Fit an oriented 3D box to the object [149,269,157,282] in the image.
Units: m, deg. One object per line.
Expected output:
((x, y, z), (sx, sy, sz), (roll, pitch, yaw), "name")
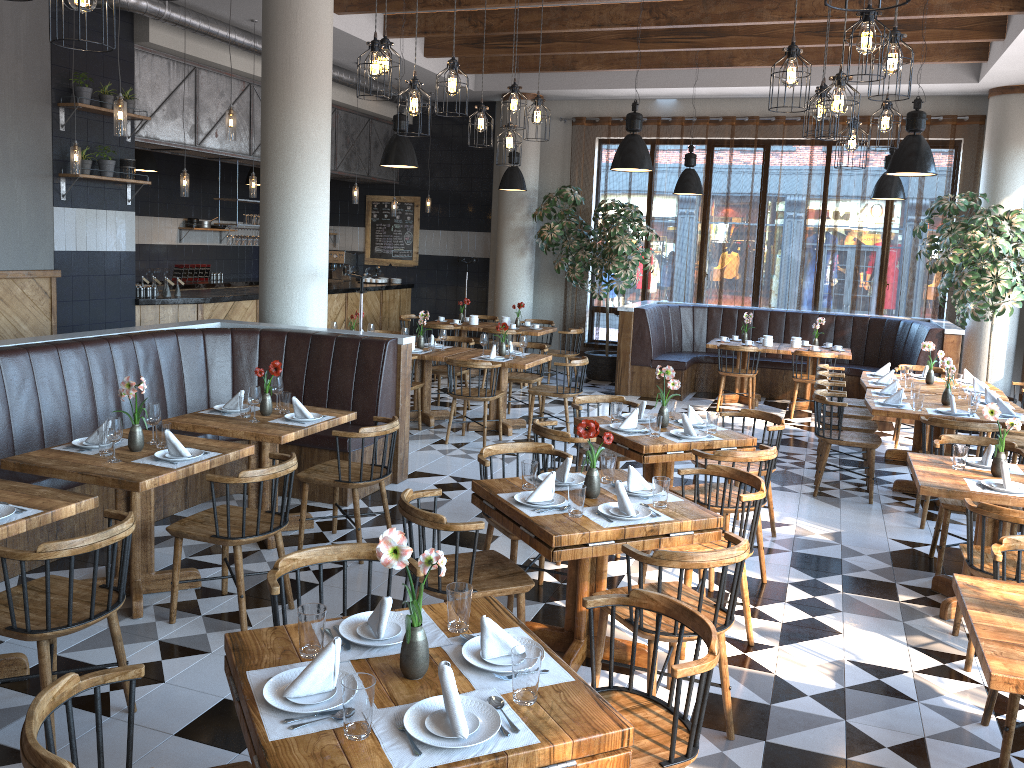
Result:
((-5.138, -1.545, 12.696), (0.105, 0.208, 0.106), (-1, 8, -25), "object")

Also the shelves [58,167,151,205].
((-3.890, -1.890, 8.511), (0.247, 0.296, 0.908), (5, 9, 19), "shelves")

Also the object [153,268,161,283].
((-5.143, -1.566, 12.824), (0.105, 0.208, 0.106), (-1, 8, -25), "object")

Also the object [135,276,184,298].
((-3.901, -1.051, 9.561), (0.422, 0.202, 0.601), (6, 9, 19), "object")

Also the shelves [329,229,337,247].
((-3.483, -2.477, 14.957), (1.042, 0.296, 0.301), (6, 9, 19), "shelves")

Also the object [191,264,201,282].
((-4.900, -1.715, 13.671), (0.189, 0.257, 0.071), (6, 8, 22), "object")

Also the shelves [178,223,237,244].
((-4.788, -2.364, 13.987), (0.300, 0.296, 1.046), (5, 9, 19), "shelves")

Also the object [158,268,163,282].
((-5.161, -1.588, 12.958), (0.105, 0.208, 0.106), (-1, 8, -25), "object")

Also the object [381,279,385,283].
((-2.075, -1.646, 14.216), (0.080, 0.065, 0.099), (8, 10, 31), "object")

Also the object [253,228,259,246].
((-3.268, -1.877, 11.315), (0.081, 0.214, 0.081), (4, 7, 11), "object")

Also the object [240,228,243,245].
((-3.433, -1.873, 11.248), (0.081, 0.214, 0.081), (4, 7, 11), "object")

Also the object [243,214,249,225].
((-3.387, -2.098, 11.293), (0.080, 0.131, 0.080), (-4, 10, -40), "object")

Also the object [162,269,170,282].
((-5.050, -1.578, 12.926), (0.105, 0.208, 0.106), (-1, 8, -25), "object")

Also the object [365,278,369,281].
((-2.350, -1.674, 14.314), (0.080, 0.065, 0.099), (8, 10, 31), "object")

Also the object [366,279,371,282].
((-2.296, -1.650, 14.180), (0.080, 0.065, 0.099), (8, 10, 31), "object")

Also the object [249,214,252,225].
((-3.347, -2.114, 11.403), (0.080, 0.131, 0.080), (-4, 10, -40), "object")

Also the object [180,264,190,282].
((-4.983, -1.683, 13.442), (0.189, 0.257, 0.071), (6, 8, 22), "object")

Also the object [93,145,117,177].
((-3.880, -2.128, 8.474), (0.172, 0.299, 0.236), (4, 8, 9), "object")

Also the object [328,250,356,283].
((-2.867, -1.932, 14.621), (0.356, 0.566, 0.552), (5, 8, 19), "object")

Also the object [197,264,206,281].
((-4.858, -1.732, 13.785), (0.189, 0.257, 0.071), (4, 7, 12), "object")

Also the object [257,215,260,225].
((-3.232, -2.102, 11.362), (0.080, 0.131, 0.080), (-4, 10, -40), "object")

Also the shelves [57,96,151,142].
((-3.862, -2.512, 8.437), (0.247, 0.296, 0.908), (5, 9, 19), "shelves")

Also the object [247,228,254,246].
((-3.308, -1.861, 11.204), (0.081, 0.214, 0.081), (4, 7, 11), "object")

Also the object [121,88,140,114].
((-3.761, -2.769, 8.654), (0.173, 0.267, 0.189), (8, 9, 37), "object")

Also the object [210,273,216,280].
((-4.767, -1.722, 14.130), (0.094, 0.135, 0.047), (5, 7, 14), "object")

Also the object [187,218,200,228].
((-4.907, -2.479, 13.637), (0.191, 0.147, 0.194), (8, 10, 32), "object")

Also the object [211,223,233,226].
((-4.687, -2.556, 14.241), (0.243, 0.070, 0.351), (5, 9, 13), "object")

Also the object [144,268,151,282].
((-5.236, -1.557, 12.743), (0.105, 0.208, 0.106), (-1, 8, -25), "object")

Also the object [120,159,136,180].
((-3.792, -2.116, 8.748), (0.143, 0.200, 0.143), (4, 8, 10), "object")

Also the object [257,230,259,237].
((-3.312, -1.921, 11.581), (0.081, 0.214, 0.081), (4, 7, 11), "object")

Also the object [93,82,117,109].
((-3.854, -2.732, 8.400), (0.173, 0.267, 0.189), (8, 9, 37), "object")

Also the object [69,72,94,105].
((-3.946, -2.712, 8.144), (0.172, 0.299, 0.236), (4, 8, 9), "object")

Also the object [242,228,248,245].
((-3.349, -1.845, 11.093), (0.081, 0.214, 0.081), (4, 7, 11), "object")

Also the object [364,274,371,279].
((-2.375, -1.743, 14.548), (0.130, 0.128, 0.130), (-1, 9, -24), "object")

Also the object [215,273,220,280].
((-4.736, -1.734, 14.217), (0.094, 0.135, 0.047), (5, 8, 20), "object")

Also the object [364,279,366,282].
((-2.387, -1.660, 14.212), (0.080, 0.065, 0.099), (8, 10, 31), "object")

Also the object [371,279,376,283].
((-2.204, -1.641, 14.147), (0.080, 0.065, 0.099), (8, 10, 31), "object")

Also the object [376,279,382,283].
((-2.112, -1.632, 14.115), (0.080, 0.065, 0.099), (8, 10, 31), "object")

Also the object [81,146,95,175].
((-3.976, -2.074, 8.215), (0.173, 0.267, 0.189), (8, 9, 37), "object")

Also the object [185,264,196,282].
((-4.941, -1.699, 13.556), (0.189, 0.257, 0.071), (5, 7, 17), "object")

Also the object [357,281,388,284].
((-2.237, -1.627, 14.209), (0.437, 0.018, 0.274), (6, 10, 19), "object")

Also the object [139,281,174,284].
((-5.152, -1.474, 12.845), (0.273, 0.018, 0.439), (6, 10, 19), "object")

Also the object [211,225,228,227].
((-4.660, -2.540, 14.225), (0.347, 0.084, 0.244), (-5, 12, -40), "object")

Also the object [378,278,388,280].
((-2.102, -1.716, 14.493), (0.176, 0.016, 0.176), (-4, 11, -34), "object")

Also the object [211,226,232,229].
((-4.694, -2.522, 14.247), (0.244, 0.059, 0.351), (5, 9, 15), "object")

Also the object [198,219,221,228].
((-4.747, -2.516, 13.889), (0.348, 0.153, 0.201), (0, 9, -17), "object")

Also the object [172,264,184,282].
((-5.025, -1.666, 13.327), (0.189, 0.257, 0.071), (6, 8, 22), "object")

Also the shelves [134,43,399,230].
((-3.153, -2.949, 11.810), (0.683, 1.786, 5.890), (5, 9, 19), "shelves")

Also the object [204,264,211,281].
((-4.817, -1.748, 13.900), (0.189, 0.257, 0.071), (6, 8, 22), "object")

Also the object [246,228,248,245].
((-3.393, -1.889, 11.359), (0.081, 0.214, 0.081), (4, 7, 11), "object")

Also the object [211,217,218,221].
((-4.754, -2.535, 13.867), (0.294, 0.171, 0.065), (0, 8, -20), "object")

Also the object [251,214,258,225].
((-3.272, -2.086, 11.252), (0.080, 0.131, 0.080), (-4, 10, -40), "object")

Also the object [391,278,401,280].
((-1.885, -1.704, 14.415), (0.176, 0.016, 0.176), (-4, 11, -34), "object")

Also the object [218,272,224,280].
((-4.705, -1.746, 14.302), (0.093, 0.135, 0.047), (2, 7, -5), "object")

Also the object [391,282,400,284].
((-1.887, -1.644, 14.422), (0.176, 0.016, 0.176), (-4, 11, -34), "object")
